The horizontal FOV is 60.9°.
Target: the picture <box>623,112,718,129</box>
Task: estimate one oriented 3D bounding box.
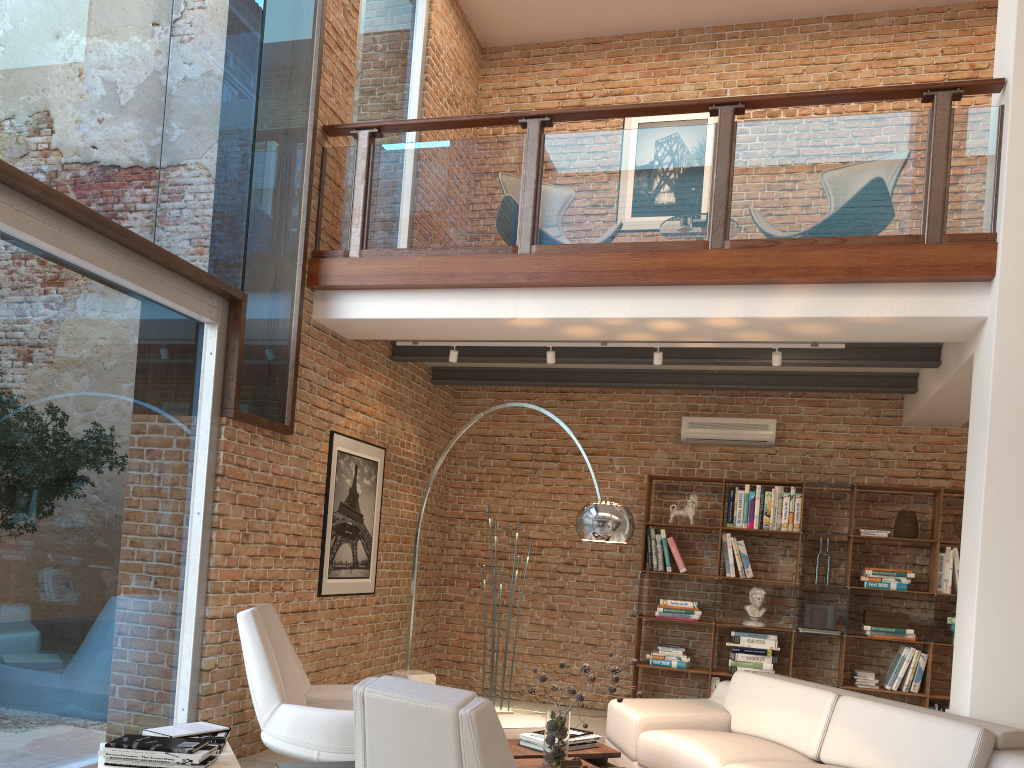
[{"bbox_3d":[1.455,-2.006,8.093,0.911,1.182,0.028,3,-1,16],"label":"picture"}]

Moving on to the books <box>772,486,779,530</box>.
[{"bbox_3d":[2.285,1.087,7.560,0.036,0.378,0.247,4,-4,17],"label":"books"}]

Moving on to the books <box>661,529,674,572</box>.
[{"bbox_3d":[1.386,1.491,7.784,0.121,0.376,0.247,4,-4,16],"label":"books"}]

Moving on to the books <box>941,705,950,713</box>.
[{"bbox_3d":[3.551,2.803,7.123,0.083,0.328,0.259,4,-5,16],"label":"books"}]

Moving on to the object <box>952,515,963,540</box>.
[{"bbox_3d":[3.818,1.190,7.087,0.440,0.216,0.441,10,-11,-32],"label":"object"}]

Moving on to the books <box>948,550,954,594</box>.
[{"bbox_3d":[3.579,1.545,7.164,0.020,0.354,0.276,4,-4,17],"label":"books"}]

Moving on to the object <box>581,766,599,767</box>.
[{"bbox_3d":[0.341,1.714,3.794,0.092,0.083,0.092,7,-7,-24],"label":"object"}]

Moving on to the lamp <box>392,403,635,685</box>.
[{"bbox_3d":[-0.048,1.276,5.401,0.323,2.317,2.036,5,-5,-37],"label":"lamp"}]

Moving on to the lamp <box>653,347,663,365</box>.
[{"bbox_3d":[0.988,-0.183,5.891,0.060,0.127,0.087,3,-4,18],"label":"lamp"}]

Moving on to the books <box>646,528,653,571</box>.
[{"bbox_3d":[1.249,1.487,7.828,0.091,0.379,0.247,4,-4,16],"label":"books"}]

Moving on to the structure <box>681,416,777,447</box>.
[{"bbox_3d":[1.932,0.425,7.788,0.811,0.216,0.203,1,-6,16],"label":"structure"}]

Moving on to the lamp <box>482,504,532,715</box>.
[{"bbox_3d":[-0.088,1.949,7.490,0.420,1.797,0.200,5,-1,-14],"label":"lamp"}]

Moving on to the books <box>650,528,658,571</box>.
[{"bbox_3d":[1.287,1.489,7.825,0.091,0.379,0.247,4,-4,16],"label":"books"}]

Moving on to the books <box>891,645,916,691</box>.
[{"bbox_3d":[3.230,2.352,7.227,0.161,0.368,0.247,4,-4,16],"label":"books"}]

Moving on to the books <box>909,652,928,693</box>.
[{"bbox_3d":[3.343,2.374,7.199,0.116,0.329,0.259,4,-5,16],"label":"books"}]

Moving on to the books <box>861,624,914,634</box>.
[{"bbox_3d":[3.119,2.041,7.259,0.379,0.036,0.249,1,-11,15],"label":"books"}]

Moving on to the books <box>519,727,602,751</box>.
[{"bbox_3d":[0.252,1.894,4.654,0.407,0.073,0.251,14,-14,-41],"label":"books"}]

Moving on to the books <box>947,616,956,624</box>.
[{"bbox_3d":[3.735,1.942,7.117,0.326,0.054,0.260,-1,-12,26],"label":"books"}]

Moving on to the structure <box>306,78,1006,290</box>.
[{"bbox_3d":[2.175,-0.409,0.611,10.131,4.071,14.149,1,-11,16],"label":"structure"}]

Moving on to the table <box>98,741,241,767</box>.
[{"bbox_3d":[-1.360,1.701,3.403,0.499,0.497,0.499,7,-6,-24],"label":"table"}]

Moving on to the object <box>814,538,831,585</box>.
[{"bbox_3d":[2.635,1.498,7.374,0.121,0.394,0.062,4,-1,19],"label":"object"}]

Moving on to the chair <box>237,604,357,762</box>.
[{"bbox_3d":[-1.058,1.780,4.941,0.983,0.984,1.043,4,-6,1],"label":"chair"}]

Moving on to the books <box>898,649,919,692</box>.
[{"bbox_3d":[3.283,2.364,7.222,0.097,0.350,0.276,4,-5,16],"label":"books"}]

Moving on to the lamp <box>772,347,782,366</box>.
[{"bbox_3d":[1.729,-0.174,5.690,0.060,0.114,0.096,3,-5,23],"label":"lamp"}]

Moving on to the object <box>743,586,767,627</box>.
[{"bbox_3d":[2.111,1.928,7.558,0.195,0.345,0.196,2,-4,32],"label":"object"}]

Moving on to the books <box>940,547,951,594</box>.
[{"bbox_3d":[3.550,1.530,7.162,0.036,0.378,0.247,4,-4,17],"label":"books"}]

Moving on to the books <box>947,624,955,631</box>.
[{"bbox_3d":[3.747,1.997,7.112,0.326,0.055,0.260,1,-11,16],"label":"books"}]

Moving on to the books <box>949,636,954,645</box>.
[{"bbox_3d":[3.755,2.106,7.096,0.326,0.055,0.260,1,-11,18],"label":"books"}]

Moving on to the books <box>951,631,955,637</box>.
[{"bbox_3d":[3.783,2.051,7.089,0.326,0.055,0.260,2,-11,11],"label":"books"}]

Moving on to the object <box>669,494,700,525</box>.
[{"bbox_3d":[1.521,1.102,7.705,0.251,0.279,0.132,2,-3,24],"label":"object"}]

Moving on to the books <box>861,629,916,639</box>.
[{"bbox_3d":[3.140,2.084,7.288,0.379,0.036,0.249,2,-11,11],"label":"books"}]

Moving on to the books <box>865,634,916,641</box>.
[{"bbox_3d":[3.147,2.110,7.270,0.355,0.020,0.278,1,-11,14],"label":"books"}]

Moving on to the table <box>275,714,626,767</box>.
[{"bbox_3d":[-0.078,1.974,4.128,1.985,0.422,2.230,9,-12,-22],"label":"table"}]

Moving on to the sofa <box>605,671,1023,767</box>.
[{"bbox_3d":[1.567,2.052,4.722,1.153,0.743,2.355,8,-11,-23],"label":"sofa"}]

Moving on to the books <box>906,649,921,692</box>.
[{"bbox_3d":[3.306,2.369,7.225,0.097,0.350,0.276,4,-5,16],"label":"books"}]

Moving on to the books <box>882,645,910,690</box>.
[{"bbox_3d":[3.196,2.358,7.261,0.163,0.367,0.247,4,-4,16],"label":"books"}]

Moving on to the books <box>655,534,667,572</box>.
[{"bbox_3d":[1.339,1.519,7.829,0.102,0.329,0.259,4,-5,16],"label":"books"}]

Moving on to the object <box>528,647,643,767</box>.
[{"bbox_3d":[0.362,1.544,4.178,0.544,0.599,0.319,6,-3,-13],"label":"object"}]

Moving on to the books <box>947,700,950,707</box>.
[{"bbox_3d":[3.598,2.777,7.115,0.069,0.380,0.247,4,-4,16],"label":"books"}]

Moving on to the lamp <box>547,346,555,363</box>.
[{"bbox_3d":[0.273,-0.200,6.094,0.060,0.119,0.087,3,-4,18],"label":"lamp"}]

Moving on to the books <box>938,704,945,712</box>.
[{"bbox_3d":[3.503,2.806,7.156,0.083,0.328,0.259,4,-5,16],"label":"books"}]

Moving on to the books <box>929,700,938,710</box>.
[{"bbox_3d":[3.467,2.791,7.166,0.051,0.354,0.276,4,-4,17],"label":"books"}]

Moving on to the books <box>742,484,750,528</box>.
[{"bbox_3d":[2.044,1.078,7.610,0.036,0.378,0.247,4,-4,17],"label":"books"}]

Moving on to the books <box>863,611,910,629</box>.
[{"bbox_3d":[3.117,1.965,7.272,0.334,0.117,0.217,1,-9,16],"label":"books"}]

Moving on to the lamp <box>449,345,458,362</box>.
[{"bbox_3d":[-0.421,-0.210,6.289,0.059,0.127,0.087,5,-4,-14],"label":"lamp"}]

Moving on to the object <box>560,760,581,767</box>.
[{"bbox_3d":[0.276,1.748,3.925,0.094,0.081,0.116,6,-8,-12],"label":"object"}]

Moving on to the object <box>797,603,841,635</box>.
[{"bbox_3d":[2.603,1.987,7.388,0.335,0.230,0.289,2,-7,16],"label":"object"}]

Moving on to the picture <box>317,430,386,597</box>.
[{"bbox_3d":[-1.197,1.013,6.605,0.027,1.179,0.928,4,-5,17],"label":"picture"}]

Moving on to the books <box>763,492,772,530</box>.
[{"bbox_3d":[2.210,1.107,7.551,0.055,0.325,0.259,4,-5,17],"label":"books"}]

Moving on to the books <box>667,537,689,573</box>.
[{"bbox_3d":[1.478,1.528,7.781,0.194,0.314,0.259,3,-5,16],"label":"books"}]

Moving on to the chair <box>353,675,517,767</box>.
[{"bbox_3d":[-0.074,1.435,2.821,1.025,1.002,0.989,0,-7,33],"label":"chair"}]

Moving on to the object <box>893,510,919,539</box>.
[{"bbox_3d":[3.257,1.165,7.202,0.195,0.230,0.194,7,-6,-26],"label":"object"}]

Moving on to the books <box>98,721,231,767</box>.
[{"bbox_3d":[-1.323,1.425,3.462,0.389,0.078,0.579,4,-11,0],"label":"books"}]

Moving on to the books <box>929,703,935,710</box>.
[{"bbox_3d":[3.430,2.804,7.177,0.083,0.328,0.259,4,-5,16],"label":"books"}]
